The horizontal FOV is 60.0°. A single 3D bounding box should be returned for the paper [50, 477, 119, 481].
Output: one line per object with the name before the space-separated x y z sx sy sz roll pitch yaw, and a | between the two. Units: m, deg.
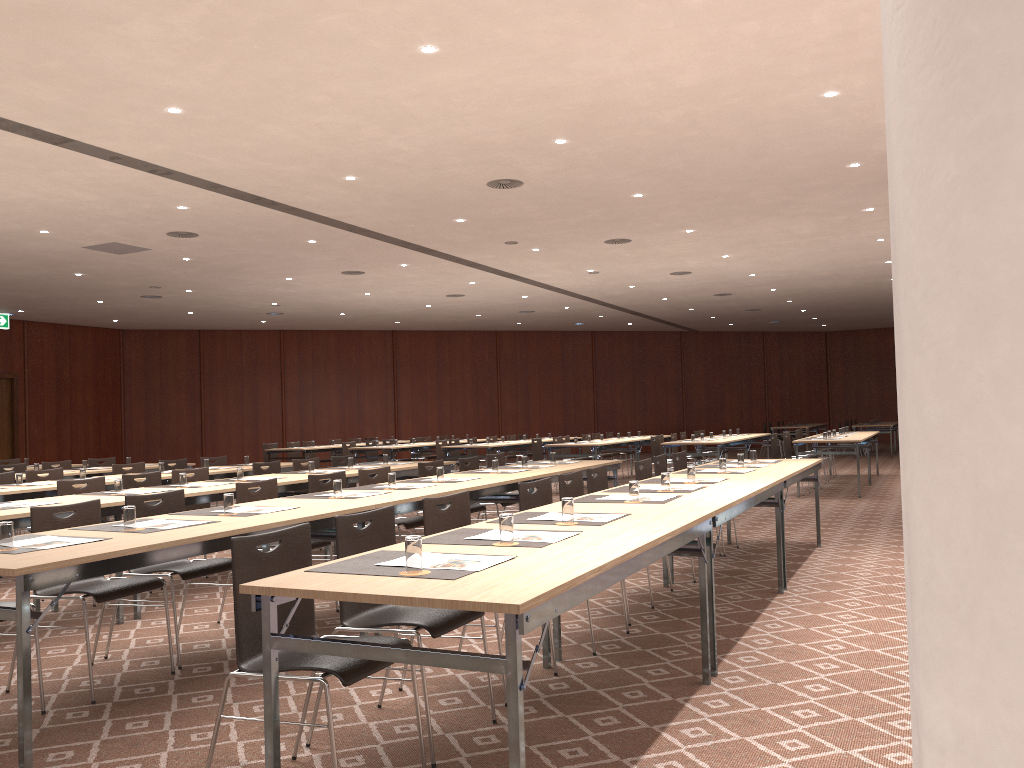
paper | -4.207 0.946 8.837 0.565 0.003 0.460 -3 -2 26

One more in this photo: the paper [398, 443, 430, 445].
paper | -1.985 1.218 18.029 0.565 0.003 0.460 -3 -2 28

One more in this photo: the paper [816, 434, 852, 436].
paper | 5.615 0.887 15.460 0.565 0.003 0.460 -3 -2 26

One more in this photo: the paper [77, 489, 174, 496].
paper | -2.954 0.832 6.793 0.565 0.003 0.460 -3 -2 27

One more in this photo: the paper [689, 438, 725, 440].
paper | 3.431 0.955 15.469 0.565 0.003 0.460 -3 -2 27

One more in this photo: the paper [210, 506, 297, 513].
paper | -1.477 0.719 5.077 0.398 0.006 0.283 -3 -2 25

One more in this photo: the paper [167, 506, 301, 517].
paper | -1.581 0.725 5.068 0.565 0.003 0.460 -3 -2 25

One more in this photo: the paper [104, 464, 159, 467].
paper | -5.026 1.079 11.725 0.565 0.003 0.460 -3 -2 25

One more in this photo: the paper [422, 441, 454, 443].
paper | -1.569 1.238 18.923 0.565 0.003 0.460 -3 -2 26

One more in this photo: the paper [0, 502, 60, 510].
paper | -3.394 0.813 5.914 0.565 0.003 0.460 -3 -2 25

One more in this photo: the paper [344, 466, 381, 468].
paper | -1.615 0.884 9.435 0.398 0.006 0.283 -3 -2 28

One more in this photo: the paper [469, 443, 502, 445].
paper | -0.460 1.117 16.594 0.565 0.003 0.460 -3 -2 22

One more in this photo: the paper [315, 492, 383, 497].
paper | -1.080 0.738 5.933 0.398 0.006 0.283 -3 -2 28

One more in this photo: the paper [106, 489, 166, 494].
paper | -2.891 0.827 6.825 0.398 0.006 0.283 -3 -2 25

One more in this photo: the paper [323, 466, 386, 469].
paper | -1.699 0.890 9.414 0.565 0.003 0.460 -3 -2 28

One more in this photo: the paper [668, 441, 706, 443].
paper | 2.843 0.929 14.273 0.565 0.003 0.460 -3 -2 25

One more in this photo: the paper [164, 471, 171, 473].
paper | -3.688 0.959 9.724 0.398 0.006 0.283 -3 -2 22

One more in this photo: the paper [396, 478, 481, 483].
paper | -0.598 0.769 7.080 0.565 0.003 0.460 -3 -2 24

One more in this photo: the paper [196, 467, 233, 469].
paper | -3.426 0.972 10.299 0.398 0.006 0.283 -3 -2 23

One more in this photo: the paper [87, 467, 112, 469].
paper | -5.234 1.062 11.202 0.398 0.006 0.283 -3 -2 23

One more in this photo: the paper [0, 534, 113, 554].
paper | -2.142 0.699 3.888 0.565 0.003 0.460 -3 -2 27

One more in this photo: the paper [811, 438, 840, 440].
paper | 4.747 0.835 13.443 0.398 0.006 0.283 -3 -2 25

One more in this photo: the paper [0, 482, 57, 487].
paper | -4.477 0.933 8.260 0.565 0.003 0.460 -3 -2 24

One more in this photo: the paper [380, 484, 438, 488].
paper | -0.783 0.751 6.542 0.398 0.006 0.283 -3 -2 24

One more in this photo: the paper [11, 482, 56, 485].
paper | -4.411 0.928 8.263 0.398 0.006 0.283 -3 -2 27

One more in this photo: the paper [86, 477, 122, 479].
paper | -4.107 0.939 8.820 0.398 0.006 0.283 -3 -2 26

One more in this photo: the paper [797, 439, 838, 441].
paper | 4.655 0.842 13.446 0.565 0.003 0.460 -3 -2 25

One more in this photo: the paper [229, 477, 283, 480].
paper | -2.303 0.852 7.998 0.398 0.006 0.283 -3 -2 28

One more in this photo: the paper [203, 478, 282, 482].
paper | -2.388 0.857 7.945 0.565 0.003 0.460 -3 -2 24

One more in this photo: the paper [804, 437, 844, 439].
paper | 4.931 0.855 14.031 0.565 0.003 0.460 -3 -2 28

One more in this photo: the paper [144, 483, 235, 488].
paper | -2.683 0.846 7.407 0.565 0.003 0.460 -3 -2 24

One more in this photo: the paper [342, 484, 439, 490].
paper | -0.898 0.758 6.530 0.565 0.003 0.460 -3 -2 22

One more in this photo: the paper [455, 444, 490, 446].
paper | -0.758 1.104 15.980 0.565 0.003 0.460 -3 -2 27

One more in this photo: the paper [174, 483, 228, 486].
paper | -2.606 0.840 7.399 0.398 0.006 0.283 -3 -2 23

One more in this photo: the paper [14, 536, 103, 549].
paper | -2.039 0.692 3.885 0.398 0.006 0.283 -3 -2 28

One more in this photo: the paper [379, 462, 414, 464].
paper | -1.350 0.898 10.022 0.398 0.006 0.283 -3 -2 25

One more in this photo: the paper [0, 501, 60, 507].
paper | -3.294 0.808 5.962 0.398 0.006 0.283 -3 -2 25

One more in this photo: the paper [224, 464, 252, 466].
paper | -3.215 0.991 10.877 0.565 0.003 0.460 -3 -2 26

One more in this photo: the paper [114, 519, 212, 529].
paper | -1.767 0.705 4.476 0.398 0.006 0.283 -3 -2 28

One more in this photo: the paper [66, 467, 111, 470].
paper | -5.278 1.065 11.153 0.565 0.003 0.460 -3 -2 24

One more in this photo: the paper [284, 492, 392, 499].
paper | -1.167 0.745 5.938 0.565 0.003 0.460 -3 -2 25

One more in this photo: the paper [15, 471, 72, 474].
paper | -5.585 1.053 10.574 0.565 0.003 0.460 -3 -2 28

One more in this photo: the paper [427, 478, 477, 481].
paper | -0.499 0.764 7.122 0.398 0.006 0.283 -3 -2 26

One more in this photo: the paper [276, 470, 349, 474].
paper | -1.987 0.877 8.822 0.565 0.003 0.460 -3 -2 26

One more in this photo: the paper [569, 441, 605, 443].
paper | 1.317 1.031 15.739 0.565 0.003 0.460 -3 -2 26

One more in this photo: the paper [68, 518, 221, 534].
paper | -1.842 0.711 4.461 0.565 0.003 0.460 -3 -2 28

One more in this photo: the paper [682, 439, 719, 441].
paper | 3.133 0.942 14.858 0.565 0.003 0.460 -3 -2 25

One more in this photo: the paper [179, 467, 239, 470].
paper | -3.493 0.978 10.277 0.565 0.003 0.460 -3 -2 24

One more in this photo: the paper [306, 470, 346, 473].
paper | -1.891 0.871 8.851 0.398 0.006 0.283 -3 -2 25

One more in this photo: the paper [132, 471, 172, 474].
paper | -3.775 0.966 9.725 0.565 0.003 0.460 -3 -2 25

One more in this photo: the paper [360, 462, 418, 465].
paper | -1.430 0.904 10.028 0.565 0.003 0.460 -3 -2 25

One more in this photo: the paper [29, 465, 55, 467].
paper | -6.823 1.166 12.584 0.565 0.003 0.460 -3 -2 27

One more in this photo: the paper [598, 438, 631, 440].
paper | 2.006 1.063 17.185 0.565 0.003 0.460 -3 -2 24

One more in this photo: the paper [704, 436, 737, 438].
paper | 3.837 0.975 16.334 0.565 0.003 0.460 -3 -2 26

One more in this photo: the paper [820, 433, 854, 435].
paper | 5.893 0.901 16.059 0.565 0.003 0.460 -3 -2 23

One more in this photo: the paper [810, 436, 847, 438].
paper | 5.215 0.867 14.585 0.565 0.003 0.460 -3 -2 23

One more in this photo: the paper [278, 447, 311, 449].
paper | -4.342 1.280 17.748 0.565 0.003 0.460 -3 -2 23
